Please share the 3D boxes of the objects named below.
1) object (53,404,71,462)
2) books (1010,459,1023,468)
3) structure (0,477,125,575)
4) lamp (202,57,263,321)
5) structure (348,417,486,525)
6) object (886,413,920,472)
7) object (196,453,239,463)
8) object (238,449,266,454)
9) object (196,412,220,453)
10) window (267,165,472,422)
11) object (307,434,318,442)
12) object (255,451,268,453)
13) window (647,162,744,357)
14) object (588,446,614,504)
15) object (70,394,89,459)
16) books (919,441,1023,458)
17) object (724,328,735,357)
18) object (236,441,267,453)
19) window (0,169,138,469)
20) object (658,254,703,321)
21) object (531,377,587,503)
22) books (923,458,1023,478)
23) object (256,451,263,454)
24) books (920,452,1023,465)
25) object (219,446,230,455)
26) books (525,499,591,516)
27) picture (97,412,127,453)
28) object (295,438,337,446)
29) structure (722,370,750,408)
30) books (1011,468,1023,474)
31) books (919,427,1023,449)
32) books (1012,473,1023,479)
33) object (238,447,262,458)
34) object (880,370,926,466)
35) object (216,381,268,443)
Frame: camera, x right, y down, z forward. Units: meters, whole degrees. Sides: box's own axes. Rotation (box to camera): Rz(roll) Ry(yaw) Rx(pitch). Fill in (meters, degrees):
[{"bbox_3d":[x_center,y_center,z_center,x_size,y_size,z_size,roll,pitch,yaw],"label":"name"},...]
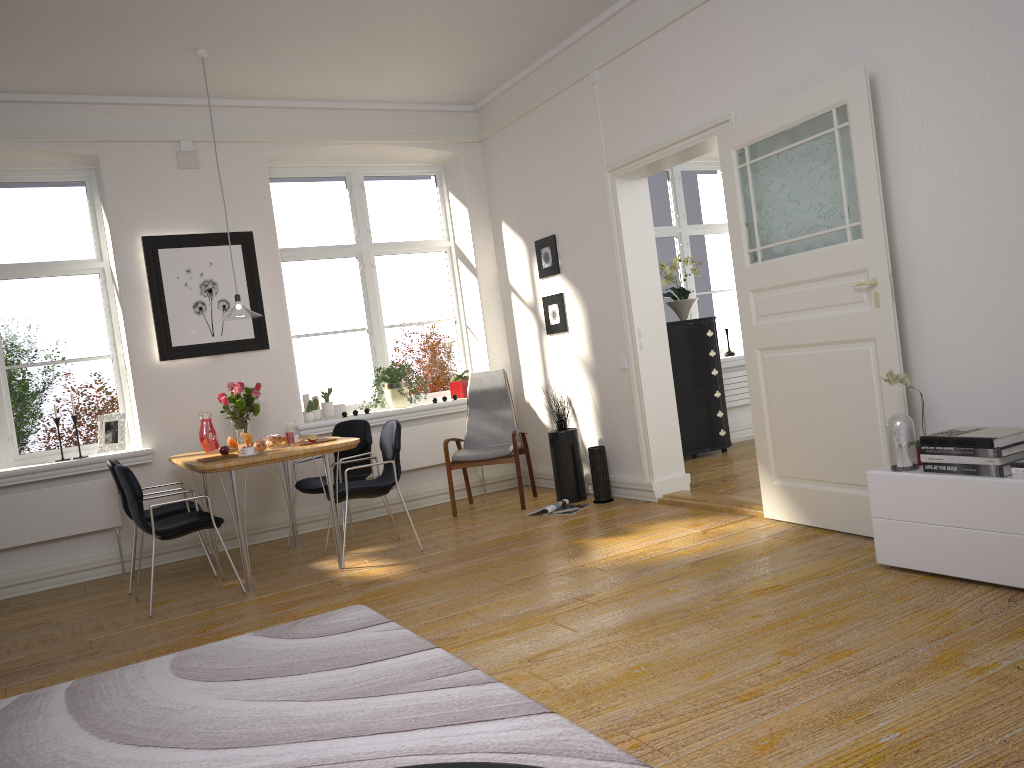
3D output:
[{"bbox_3d":[-3.036,0.317,5.933,0.095,0.396,0.094,-8,2,-6],"label":"object"},{"bbox_3d":[2.010,0.273,3.141,0.279,0.016,0.335,-9,2,-27],"label":"books"},{"bbox_3d":[-3.128,1.113,5.636,1.220,0.845,0.093,-9,2,-29],"label":"structure"},{"bbox_3d":[-1.803,-1.303,5.450,0.259,1.808,0.269,-6,3,44],"label":"lamp"},{"bbox_3d":[-0.750,0.751,6.991,1.220,0.845,0.093,-9,2,-29],"label":"structure"},{"bbox_3d":[1.614,0.237,3.668,0.114,0.234,0.114,-8,2,4],"label":"object"},{"bbox_3d":[-1.676,0.422,5.057,0.204,0.010,0.256,-9,2,-29],"label":"object"},{"bbox_3d":[-1.494,0.393,5.106,0.162,0.016,0.157,-8,2,-21],"label":"object"},{"bbox_3d":[-1.986,0.312,5.779,0.093,0.267,0.117,-7,2,9],"label":"object"},{"bbox_3d":[65.266,-32.324,213.729,504.951,104.439,292.162,-9,2,-29],"label":"window"},{"bbox_3d":[-1.180,0.321,5.234,0.054,0.048,0.062,-7,2,25],"label":"object"},{"bbox_3d":[-1.419,0.384,5.055,0.030,0.020,0.139,-7,2,20],"label":"object"},{"bbox_3d":[1.763,-1.234,8.983,1.633,2.006,0.076,-9,2,-29],"label":"window"},{"bbox_3d":[0.620,0.636,6.237,0.142,0.390,0.147,-6,3,36],"label":"object"},{"bbox_3d":[-2.933,0.276,5.957,0.095,0.449,0.094,-8,2,-6],"label":"object"},{"bbox_3d":[1.833,0.241,3.458,0.292,0.031,0.345,-9,2,-28],"label":"books"},{"bbox_3d":[2.163,-0.415,8.861,0.109,0.280,0.105,-10,3,-43],"label":"object"},{"bbox_3d":[-1.493,0.368,5.106,0.164,0.068,0.150,-7,2,9],"label":"object"},{"bbox_3d":[-4.966,-0.067,8.093,2.044,2.475,5.249,-9,2,-30],"label":"window"},{"bbox_3d":[1.482,-0.869,7.948,0.409,0.616,0.803,-6,3,39],"label":"object"},{"bbox_3d":[0.366,0.392,6.461,0.420,0.924,0.360,-7,2,20],"label":"object"},{"bbox_3d":[1.840,0.309,3.460,0.263,0.044,0.345,-9,2,-26],"label":"books"},{"bbox_3d":[-1.418,0.385,4.962,0.039,0.020,0.058,-9,2,-32],"label":"object"},{"bbox_3d":[1.822,0.274,3.464,0.264,0.031,0.323,-9,2,-30],"label":"books"},{"bbox_3d":[-1.672,0.384,5.152,0.061,0.062,0.059,-9,2,-26],"label":"object"},{"bbox_3d":[0.313,0.852,6.141,0.366,0.048,0.310,-7,2,29],"label":"books"},{"bbox_3d":[-2.777,0.339,6.176,0.215,0.270,0.115,-7,2,8],"label":"picture"},{"bbox_3d":[-1.190,0.348,5.333,0.204,0.010,0.256,-9,2,-29],"label":"object"},{"bbox_3d":[2.186,0.303,8.664,1.220,0.845,0.093,-9,2,-29],"label":"structure"},{"bbox_3d":[2.003,0.291,3.140,0.258,0.019,0.331,-9,2,-30],"label":"books"},{"bbox_3d":[1.819,0.208,3.465,0.263,0.038,0.320,-9,2,-26],"label":"books"},{"bbox_3d":[2.007,0.310,3.135,0.258,0.019,0.337,-9,2,-28],"label":"books"},{"bbox_3d":[-1.465,0.378,4.941,0.128,0.049,0.131,-7,2,19],"label":"object"},{"bbox_3d":[1.696,0.136,3.731,0.237,0.412,0.093,-7,2,30],"label":"object"},{"bbox_3d":[-1.779,0.188,5.911,0.333,0.447,0.270,-9,3,-37],"label":"object"}]
